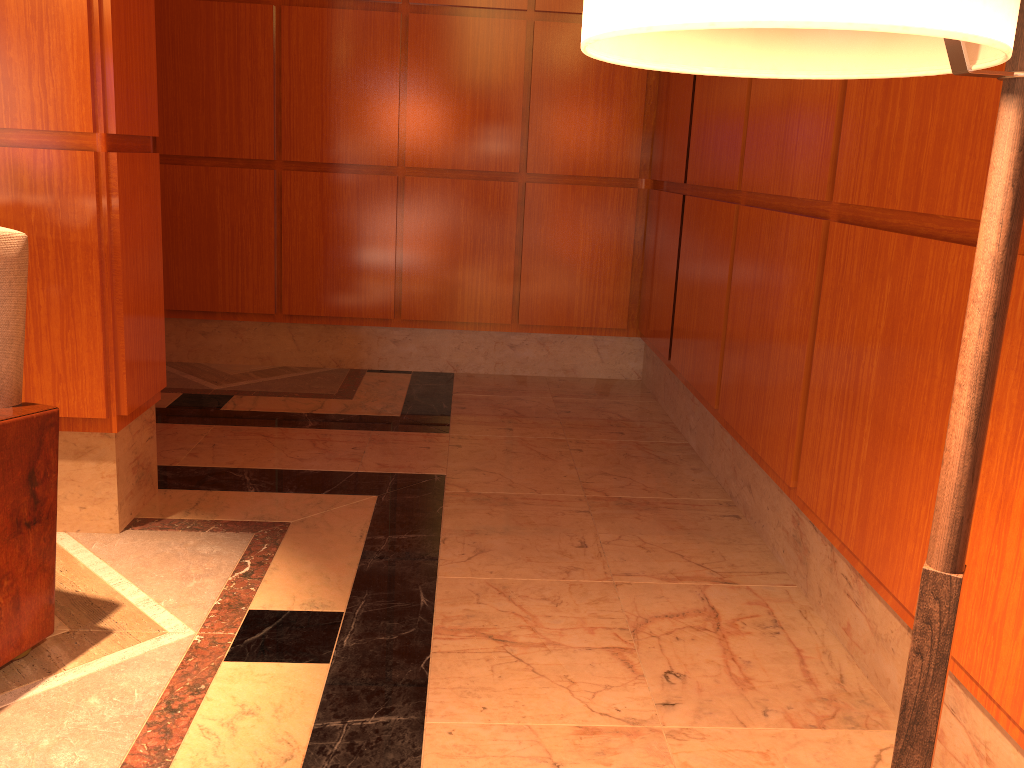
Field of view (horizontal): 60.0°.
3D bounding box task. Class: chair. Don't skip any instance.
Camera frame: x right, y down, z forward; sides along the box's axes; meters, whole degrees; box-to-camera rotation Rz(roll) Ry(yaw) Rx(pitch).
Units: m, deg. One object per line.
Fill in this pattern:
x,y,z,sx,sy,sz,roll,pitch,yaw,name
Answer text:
-1.441,0.145,1.843,0.738,0.953,0.633,7,13,15,chair

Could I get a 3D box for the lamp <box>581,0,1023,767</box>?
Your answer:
0.294,0.162,0.751,0.526,1.647,0.363,0,13,-13,lamp
